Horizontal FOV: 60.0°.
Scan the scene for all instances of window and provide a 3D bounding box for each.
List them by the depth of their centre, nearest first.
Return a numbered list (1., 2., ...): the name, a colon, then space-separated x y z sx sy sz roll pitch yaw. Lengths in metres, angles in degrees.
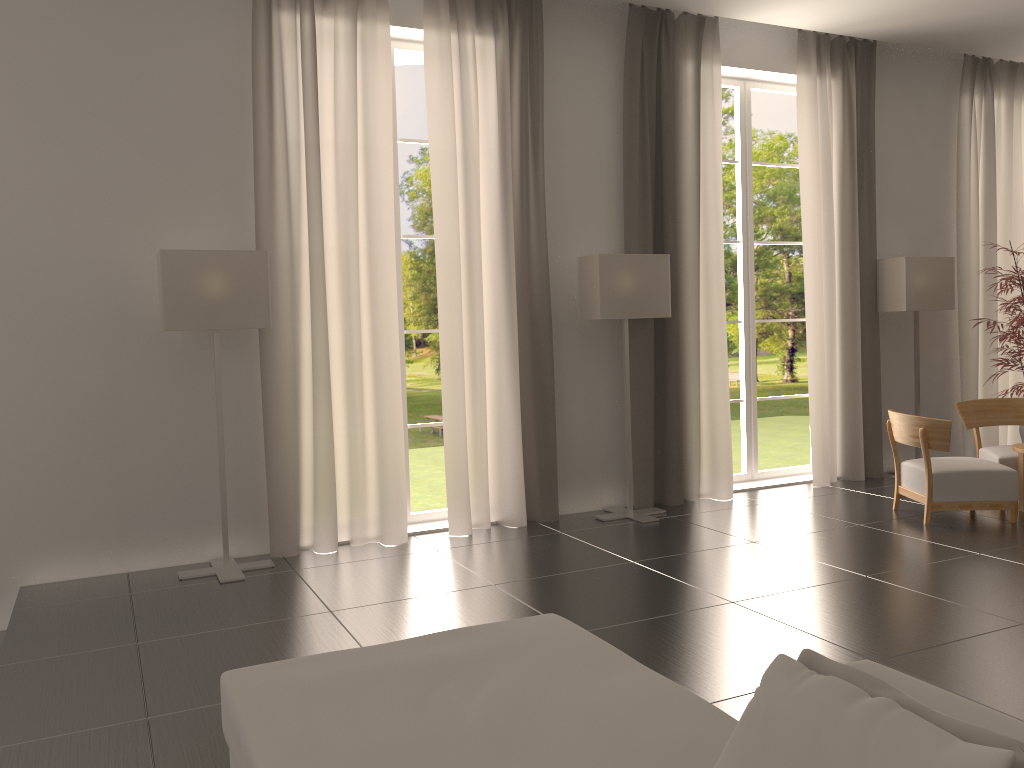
1. window: 16.765 -4.095 6.659 48.641 20.564 99.174 -3 4 -25
2. window: -1.415 -1.180 10.514 2.644 5.745 0.110 -3 3 -25
3. window: 3.370 -1.465 12.750 2.644 5.745 0.110 -3 3 -25

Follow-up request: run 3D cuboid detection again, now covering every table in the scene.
1. table: 6.190 1.117 10.088 0.870 0.802 0.870 -2 3 -2

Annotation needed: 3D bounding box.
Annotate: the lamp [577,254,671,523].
1. lamp: 1.403 0.031 10.827 1.000 3.176 0.908 -3 3 -25

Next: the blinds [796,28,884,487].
1. blinds: 4.700 -1.813 12.690 1.550 6.427 0.417 -3 3 -29

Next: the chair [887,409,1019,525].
1. chair: 5.061 0.926 10.328 1.151 1.225 1.453 -2 3 0

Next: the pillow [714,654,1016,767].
1. pillow: 0.761 1.121 2.255 0.585 0.598 0.802 -3 3 -26

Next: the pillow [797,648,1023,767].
1. pillow: 0.890 1.134 2.313 0.549 0.576 0.919 -3 3 -25

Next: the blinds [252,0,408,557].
1. blinds: -1.972 -1.416 9.574 1.550 6.427 0.415 -3 3 -21

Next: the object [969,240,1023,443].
1. object: 7.236 -0.351 12.421 1.772 3.395 1.490 -4 3 -40

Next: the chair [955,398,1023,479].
1. chair: 6.472 0.829 11.201 1.452 1.226 1.152 -1 3 10

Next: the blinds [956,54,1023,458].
1. blinds: 7.626 -1.987 14.059 1.550 6.427 0.415 -3 3 -21

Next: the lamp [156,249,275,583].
1. lamp: -2.906 0.287 8.814 1.000 3.176 0.908 -3 3 -25

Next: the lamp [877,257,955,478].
1. lamp: 5.907 -0.238 12.931 1.000 3.176 0.908 -3 3 -25

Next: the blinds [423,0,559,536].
1. blinds: -0.224 -1.520 10.389 1.550 6.427 0.417 -3 3 -29

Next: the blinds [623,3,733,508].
1. blinds: 2.136 -1.660 11.493 1.550 6.427 0.415 -3 3 -21

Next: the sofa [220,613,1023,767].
1. sofa: -1.096 1.670 1.293 5.606 1.204 5.528 -3 4 -25
